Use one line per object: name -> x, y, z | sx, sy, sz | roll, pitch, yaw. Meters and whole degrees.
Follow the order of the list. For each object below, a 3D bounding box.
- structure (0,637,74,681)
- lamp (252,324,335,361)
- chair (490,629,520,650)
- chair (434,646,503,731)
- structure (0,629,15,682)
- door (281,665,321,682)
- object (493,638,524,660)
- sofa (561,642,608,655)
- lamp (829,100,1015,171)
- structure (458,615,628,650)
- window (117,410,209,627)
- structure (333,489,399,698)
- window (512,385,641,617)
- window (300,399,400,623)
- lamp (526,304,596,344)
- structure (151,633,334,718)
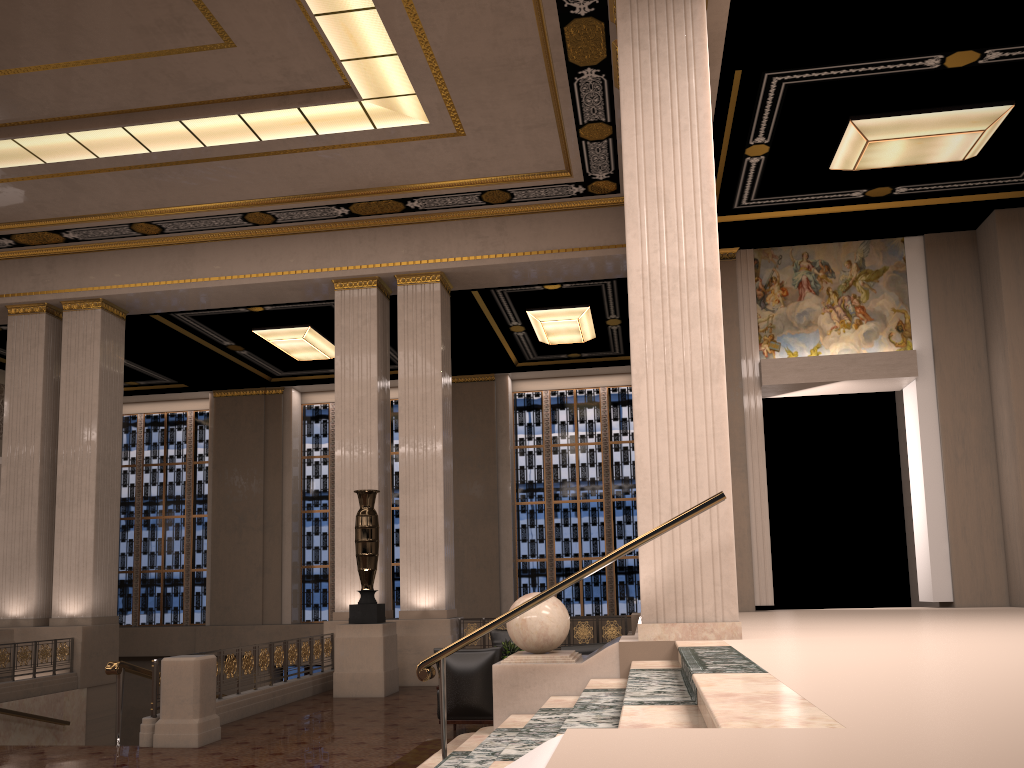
structure -> -7.219, 3.670, 11.324 | 0.079, 0.528, 5.025 | -2, -13, 9
lamp -> -4.295, -0.789, 17.934 | 1.168, 0.211, 2.053 | -3, -13, 8
chair -> 0.003, 3.721, 11.862 | 0.648, 0.832, 0.729 | -2, -10, 3
chair -> -0.364, 2.936, 8.462 | 0.648, 0.832, 0.729 | -3, -10, 8
structure -> -7.869, 3.204, 13.024 | 0.701, 2.750, 0.710 | -2, -7, 8
door -> -4.709, 7.852, 20.423 | 1.492, 2.687, 0.157 | -3, -7, 9
object -> -0.039, 3.121, 10.185 | 0.507, 0.371, 0.529 | -11, -14, 40
sofa -> 0.892, 3.339, 10.033 | 0.875, 0.695, 1.957 | -3, -13, 8
lamp -> 4.700, -2.803, 10.249 | 1.717, 0.211, 1.189 | -3, -13, 8
structure -> 0.450, 3.790, 13.103 | 2.536, 0.646, 0.032 | -3, -7, 8
window -> -8.713, 3.340, 22.054 | 2.990, 5.285, 0.070 | -3, -7, 9
structure -> -2.009, 2.859, 12.155 | 0.701, 2.750, 0.710 | -2, -7, 8
window -> 1.548, 2.734, 20.532 | 2.990, 5.285, 0.070 | -3, -7, 9
window -> -3.669, 3.042, 21.306 | 2.990, 5.285, 0.070 | -3, -7, 9
lamp -> 0.993, -1.101, 17.149 | 1.168, 0.211, 2.053 | -3, -13, 8
structure -> -3.036, 3.424, 10.703 | 0.079, 0.528, 5.026 | -2, -13, 8
